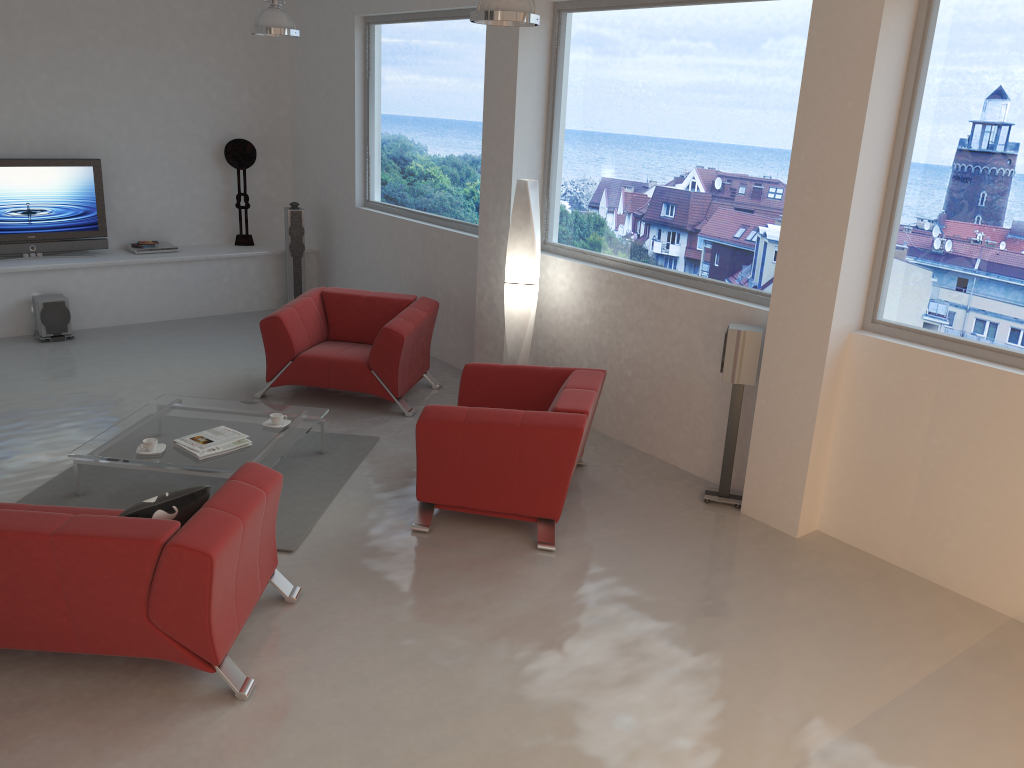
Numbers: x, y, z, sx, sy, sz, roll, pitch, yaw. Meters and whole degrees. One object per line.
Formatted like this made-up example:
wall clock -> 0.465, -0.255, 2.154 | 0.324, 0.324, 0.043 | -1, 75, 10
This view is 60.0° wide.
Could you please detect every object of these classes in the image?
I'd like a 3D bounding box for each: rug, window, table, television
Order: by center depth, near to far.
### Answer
window -> 2.749, -0.841, 3.764 | 0.100, 1.800, 2.400 | -11, 22, -37
table -> -1.870, 0.415, 5.492 | 1.162, 0.286, 1.097 | 5, 18, 6
rug -> -1.879, 0.557, 5.525 | 1.700, 0.025, 1.700 | 5, 18, 6
window -> 1.031, -1.596, 5.842 | 0.100, 1.800, 2.400 | -11, 22, -37
window -> -0.688, -2.352, 7.920 | 0.100, 1.800, 2.400 | -11, 22, -37
television -> -4.555, -1.645, 8.336 | 1.356, 0.919, 0.343 | -11, 22, -37

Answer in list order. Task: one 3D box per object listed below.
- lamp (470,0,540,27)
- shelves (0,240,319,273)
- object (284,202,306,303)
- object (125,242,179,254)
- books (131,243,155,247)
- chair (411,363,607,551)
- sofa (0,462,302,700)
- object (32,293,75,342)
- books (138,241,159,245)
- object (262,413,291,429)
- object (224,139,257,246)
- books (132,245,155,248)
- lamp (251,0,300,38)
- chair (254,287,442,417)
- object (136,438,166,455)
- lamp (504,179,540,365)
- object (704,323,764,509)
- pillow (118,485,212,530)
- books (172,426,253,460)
lamp -> -0.021, -2.344, 4.709 | 0.379, 0.800, 0.379 | 0, 18, -10
shelves -> -4.503, -1.154, 8.401 | 5.500, 0.050, 0.650 | -11, 22, -37
object -> -2.315, -1.349, 9.474 | 0.255, 1.184, 0.273 | -5, 19, -23
object -> -3.703, -1.402, 9.127 | 0.430, 0.045, 0.352 | -11, 22, -37
books -> -3.761, -1.424, 9.040 | 0.135, 0.015, 0.190 | 13, 21, 30
chair -> 0.014, 0.332, 5.340 | 0.951, 0.738, 1.288 | 6, 18, 11
sofa -> -1.973, 0.731, 3.771 | 1.929, 0.738, 0.951 | 3, 18, 1
object -> -4.246, -0.612, 8.189 | 0.336, 0.374, 0.337 | -11, 22, -37
books -> -3.717, -1.444, 9.062 | 0.190, 0.015, 0.135 | -7, 20, -27
object -> -1.478, 0.227, 5.561 | 0.153, 0.069, 0.153 | 9, 19, 17
object -> -2.905, -2.059, 9.551 | 0.331, 1.130, 0.108 | -1, 18, -13
books -> -3.759, -1.409, 9.042 | 0.135, 0.015, 0.190 | 8, 18, 15
lamp -> -1.862, -3.154, 6.936 | 0.379, 0.800, 0.379 | 3, 18, 1
chair -> -1.274, -0.296, 7.090 | 1.288, 0.738, 0.951 | 6, 18, 11
object -> -2.066, 0.354, 5.071 | 0.153, 0.069, 0.153 | -1, 18, -12
lamp -> 0.066, -0.600, 6.548 | 0.313, 1.779, 0.313 | 19, 24, 41
object -> 1.342, 0.200, 5.354 | 0.229, 1.112, 0.214 | 8, 18, 15
pillow -> -1.483, 0.593, 3.702 | 0.288, 0.343, 0.402 | 19, 24, 41
books -> -1.762, 0.338, 5.225 | 0.345, 0.035, 0.367 | 18, 23, 39
